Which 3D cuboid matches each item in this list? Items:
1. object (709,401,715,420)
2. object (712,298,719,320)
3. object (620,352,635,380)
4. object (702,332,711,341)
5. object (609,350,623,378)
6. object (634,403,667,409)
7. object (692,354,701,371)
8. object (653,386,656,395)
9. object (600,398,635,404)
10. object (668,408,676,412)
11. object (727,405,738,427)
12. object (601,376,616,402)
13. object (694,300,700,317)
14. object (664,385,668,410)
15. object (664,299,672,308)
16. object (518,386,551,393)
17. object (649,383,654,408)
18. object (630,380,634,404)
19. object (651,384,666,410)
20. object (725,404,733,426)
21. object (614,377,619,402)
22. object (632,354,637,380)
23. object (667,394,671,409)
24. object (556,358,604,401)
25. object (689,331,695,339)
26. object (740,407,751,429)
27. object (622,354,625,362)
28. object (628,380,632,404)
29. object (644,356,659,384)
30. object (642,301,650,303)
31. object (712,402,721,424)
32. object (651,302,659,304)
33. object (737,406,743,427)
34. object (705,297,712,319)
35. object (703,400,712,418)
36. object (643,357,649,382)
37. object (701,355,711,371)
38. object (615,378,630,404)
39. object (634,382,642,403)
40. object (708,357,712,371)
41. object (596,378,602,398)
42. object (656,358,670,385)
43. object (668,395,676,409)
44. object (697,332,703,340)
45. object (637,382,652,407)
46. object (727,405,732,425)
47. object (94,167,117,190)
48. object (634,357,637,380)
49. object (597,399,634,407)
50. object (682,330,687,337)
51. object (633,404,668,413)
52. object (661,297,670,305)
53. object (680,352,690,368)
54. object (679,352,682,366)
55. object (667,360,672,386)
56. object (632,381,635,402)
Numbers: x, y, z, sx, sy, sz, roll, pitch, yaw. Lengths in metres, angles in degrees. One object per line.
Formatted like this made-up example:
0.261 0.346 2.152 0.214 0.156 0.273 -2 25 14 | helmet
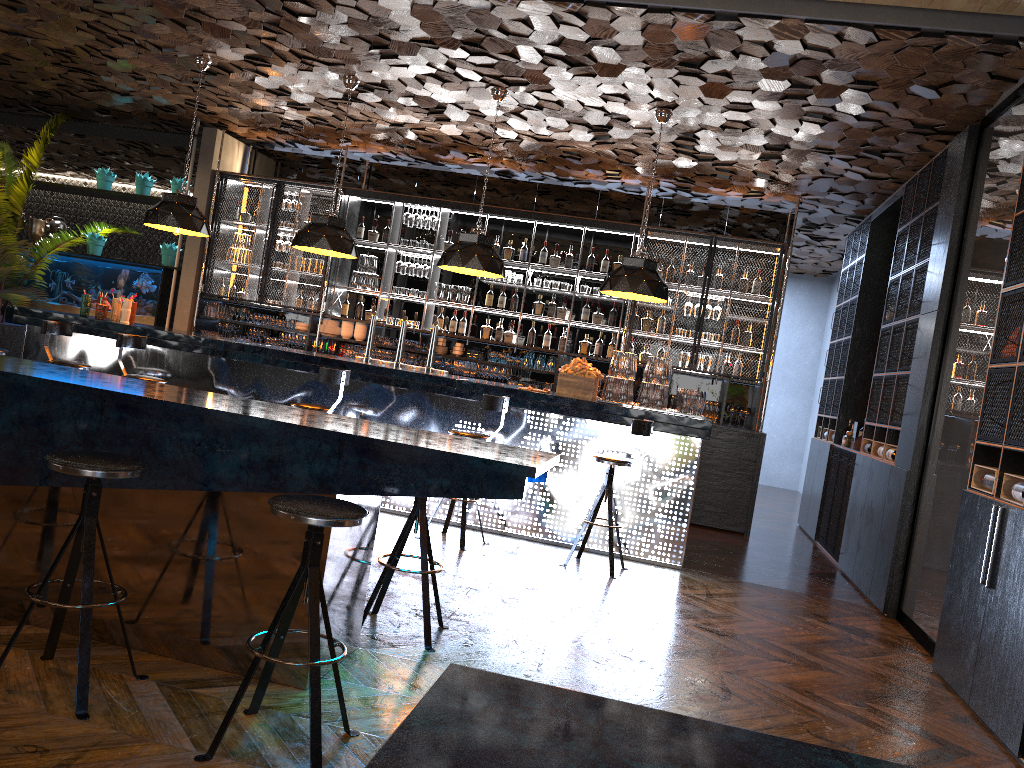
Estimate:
2.179 0.303 9.712 0.079 0.231 0.079 9 1 -10 | object
2.290 -0.838 9.898 0.092 0.244 0.092 9 1 5 | object
0.920 -0.144 7.044 0.105 0.209 0.105 10 2 35 | object
2.139 -0.519 9.759 0.089 0.092 0.089 9 1 -5 | object
0.831 -0.159 7.056 0.105 0.209 0.105 10 2 35 | object
1.181 0.196 7.533 0.273 0.019 0.437 9 1 10 | object
2.033 -0.226 9.837 0.105 0.209 0.105 9 1 -5 | object
1.222 0.108 7.399 0.105 0.209 0.105 10 2 35 | object
0.905 0.151 7.575 0.273 0.019 0.437 9 1 10 | object
1.456 0.242 7.496 0.273 0.019 0.437 9 1 10 | object
2.378 0.341 9.578 0.101 0.227 0.101 9 1 -12 | object
0.768 0.044 7.005 0.105 0.209 0.105 10 2 35 | object
2.093 -0.870 9.934 0.092 0.244 0.092 9 1 5 | object
1.184 0.109 7.062 0.105 0.209 0.105 10 2 35 | object
1.761 -0.914 10.021 0.089 0.092 0.089 10 2 36 | object
0.178 0.044 7.139 0.377 0.045 0.198 8 2 -41 | object
1.077 0.092 7.074 0.105 0.209 0.105 10 2 35 | object
0.937 0.066 7.223 0.105 0.209 0.105 10 2 35 | object
1.154 0.107 6.957 0.105 0.209 0.105 10 2 35 | object
2.415 0.343 9.783 0.101 0.227 0.101 9 1 -12 | object
0.800 0.047 7.116 0.105 0.209 0.105 10 2 35 | object
0.953 -0.141 7.158 0.105 0.209 0.105 10 2 35 | object
1.754 0.233 9.792 0.079 0.231 0.079 9 1 12 | object
0.560 -0.049 7.168 0.340 0.332 0.464 9 1 13 | object
2.011 -0.541 9.844 0.089 0.092 0.089 9 1 11 | object
2.525 0.364 9.592 0.101 0.227 0.101 9 1 -12 | object
0.899 -0.158 7.498 0.105 0.209 0.105 10 2 35 | object
0.908 0.064 7.104 0.105 0.209 0.105 10 2 35 | object
1.107 -0.113 7.014 0.105 0.209 0.105 10 2 35 | object
1.499 -0.953 9.890 0.089 0.092 0.089 10 2 36 | object
2.215 0.311 9.615 0.079 0.231 0.079 9 1 6 | object
1.606 -0.936 9.895 0.089 0.092 0.089 10 2 36 | object
2.522 0.360 9.792 0.101 0.227 0.101 9 1 -12 | object
2.189 -0.854 9.916 0.092 0.244 0.092 9 1 5 | object
2.116 0.295 9.632 0.079 0.231 0.079 8 2 -44 | object
1.119 -0.114 7.131 0.105 0.209 0.105 10 2 35 | object
2.128 -0.209 9.760 0.105 0.209 0.105 9 1 -5 | object
0.878 0.062 6.998 0.105 0.209 0.105 10 2 35 | object
1.461 0.142 9.880 0.170 0.313 0.170 9 1 5 | object
2.159 -0.206 9.864 0.105 0.209 0.105 9 1 -5 | object
0.725 0.023 7.736 0.105 0.209 0.105 10 2 35 | object
1.196 -0.099 7.002 0.105 0.209 0.105 10 2 35 | object
1.751 0.235 9.698 0.079 0.231 0.079 8 2 -44 | object
2.099 -0.529 9.942 0.089 0.092 0.089 9 1 -14 | object
1.044 0.089 6.963 0.105 0.209 0.105 10 2 35 | object
2.397 0.342 9.681 0.101 0.227 0.101 9 1 -12 | object
-5.098 -2.556 11.094 0.265 0.325 0.245 9 1 -26 | object
1.021 -0.140 7.600 0.105 0.209 0.105 10 2 35 | object
0.837 0.150 7.132 0.273 0.019 0.437 9 1 10 | object
1.907 -0.559 9.908 0.089 0.092 0.089 9 1 -23 | object
1.113 0.195 7.091 0.273 0.019 0.437 9 1 10 | object
1.710 -0.919 9.864 0.089 0.092 0.089 8 1 -29 | object
1.905 -0.246 9.797 0.105 0.209 0.105 9 1 -5 | object
1.919 -0.246 9.912 0.105 0.209 0.105 9 1 -5 | object
1.229 -0.096 7.116 0.105 0.209 0.105 10 2 35 | object
1.005 0.067 7.666 0.105 0.209 0.105 10 2 35 | object
